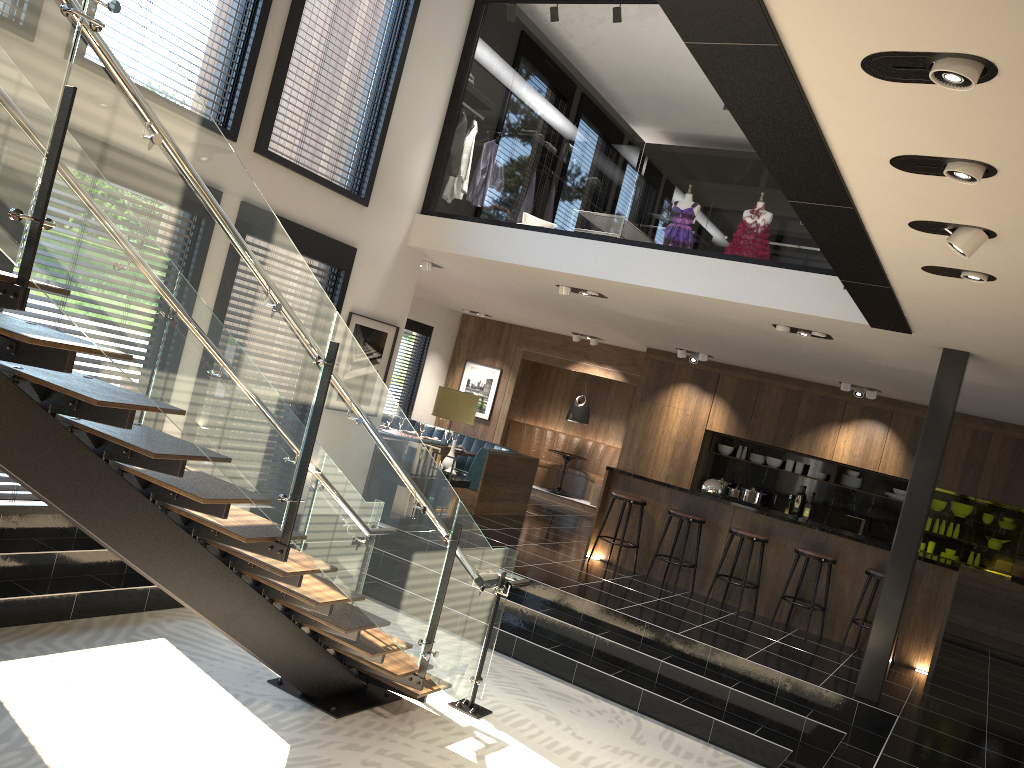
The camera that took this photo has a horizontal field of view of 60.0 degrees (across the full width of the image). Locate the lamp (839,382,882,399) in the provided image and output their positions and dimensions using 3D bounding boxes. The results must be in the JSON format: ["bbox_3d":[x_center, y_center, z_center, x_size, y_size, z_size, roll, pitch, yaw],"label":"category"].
[{"bbox_3d":[4.296,0.026,10.933,0.501,0.280,0.349,14,0,29],"label":"lamp"}]

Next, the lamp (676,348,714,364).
[{"bbox_3d":[2.472,-0.426,11.989,0.501,0.294,0.349,14,0,29],"label":"lamp"}]

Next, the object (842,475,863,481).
[{"bbox_3d":[4.622,1.286,12.053,0.269,0.024,0.268,15,-1,-22],"label":"object"}]

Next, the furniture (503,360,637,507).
[{"bbox_3d":[1.268,0.741,15.014,2.635,2.335,1.176,14,0,29],"label":"furniture"}]

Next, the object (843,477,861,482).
[{"bbox_3d":[4.617,1.305,12.053,0.269,0.024,0.268,15,-1,-22],"label":"object"}]

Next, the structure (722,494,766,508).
[{"bbox_3d":[3.178,1.632,12.462,0.876,0.046,0.534,14,-1,29],"label":"structure"}]

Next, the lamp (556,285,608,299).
[{"bbox_3d":[0.698,-0.944,8.716,0.501,0.231,0.349,14,0,29],"label":"lamp"}]

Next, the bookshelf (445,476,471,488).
[{"bbox_3d":[-0.976,1.200,9.360,0.355,0.500,1.306,14,0,29],"label":"bookshelf"}]

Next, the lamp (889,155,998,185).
[{"bbox_3d":[1.505,-0.799,3.078,0.346,0.177,0.195,14,0,29],"label":"lamp"}]

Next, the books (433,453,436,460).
[{"bbox_3d":[-0.910,0.820,9.374,0.194,0.255,0.034,14,0,29],"label":"books"}]

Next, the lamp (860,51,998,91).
[{"bbox_3d":[1.136,-0.900,2.401,0.346,0.177,0.195,14,0,29],"label":"lamp"}]

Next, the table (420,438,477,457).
[{"bbox_3d":[-1.299,1.049,11.748,1.536,0.661,0.824,14,0,29],"label":"table"}]

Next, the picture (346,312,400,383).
[{"bbox_3d":[-1.407,-0.168,8.413,0.028,0.911,0.749,15,0,29],"label":"picture"}]

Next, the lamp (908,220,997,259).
[{"bbox_3d":[1.864,-0.664,3.754,0.346,0.247,0.195,14,0,29],"label":"lamp"}]

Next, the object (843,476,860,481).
[{"bbox_3d":[4.619,1.297,12.053,0.269,0.024,0.268,15,-1,-22],"label":"object"}]

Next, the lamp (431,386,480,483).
[{"bbox_3d":[-0.785,0.750,8.858,0.638,1.445,0.436,14,0,-35],"label":"lamp"}]

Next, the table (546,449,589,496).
[{"bbox_3d":[0.849,1.470,14.611,0.702,0.644,0.702,14,0,4],"label":"table"}]

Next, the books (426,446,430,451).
[{"bbox_3d":[-0.967,0.782,9.281,0.169,0.298,0.032,14,0,29],"label":"books"}]

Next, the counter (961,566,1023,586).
[{"bbox_3d":[4.642,2.027,11.679,4.584,0.005,0.864,14,-1,29],"label":"counter"}]

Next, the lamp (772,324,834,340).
[{"bbox_3d":[2.524,-0.504,7.660,0.501,0.194,0.349,14,0,29],"label":"lamp"}]

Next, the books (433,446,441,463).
[{"bbox_3d":[-0.866,0.811,9.450,0.177,0.294,0.025,14,0,29],"label":"books"}]

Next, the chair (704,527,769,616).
[{"bbox_3d":[2.277,1.873,8.875,0.412,0.799,0.413,14,0,39],"label":"chair"}]

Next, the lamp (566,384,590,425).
[{"bbox_3d":[1.188,0.165,14.588,0.390,0.974,0.389,14,0,-17],"label":"lamp"}]

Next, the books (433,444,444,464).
[{"bbox_3d":[-0.830,0.815,9.548,0.131,0.307,0.022,14,0,29],"label":"books"}]

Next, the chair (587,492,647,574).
[{"bbox_3d":[1.163,1.593,9.521,0.412,0.799,0.413,14,0,39],"label":"chair"}]

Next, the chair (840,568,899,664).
[{"bbox_3d":[3.392,2.153,8.229,0.412,0.799,0.413,14,0,39],"label":"chair"}]

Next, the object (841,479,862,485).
[{"bbox_3d":[4.608,1.339,12.053,0.269,0.024,0.268,15,-1,-22],"label":"object"}]

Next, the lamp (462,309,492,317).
[{"bbox_3d":[-0.571,-1.224,14.711,0.501,0.213,0.349,14,0,29],"label":"lamp"}]

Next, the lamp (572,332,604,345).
[{"bbox_3d":[1.170,-0.752,13.697,0.501,0.280,0.349,14,0,29],"label":"lamp"}]

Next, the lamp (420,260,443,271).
[{"bbox_3d":[-1.001,-1.363,9.700,0.501,0.248,0.349,14,0,29],"label":"lamp"}]

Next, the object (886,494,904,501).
[{"bbox_3d":[5.126,1.520,11.668,0.438,0.039,0.437,15,-1,-24],"label":"object"}]

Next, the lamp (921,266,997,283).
[{"bbox_3d":[2.244,-0.607,4.430,0.346,0.158,0.195,14,0,29],"label":"lamp"}]

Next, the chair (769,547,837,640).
[{"bbox_3d":[2.834,2.013,8.552,0.412,0.799,0.413,14,0,39],"label":"chair"}]

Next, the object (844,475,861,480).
[{"bbox_3d":[4.624,1.279,12.053,0.269,0.024,0.268,15,-1,-22],"label":"object"}]

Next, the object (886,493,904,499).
[{"bbox_3d":[5.129,1.508,11.668,0.438,0.039,0.437,15,-1,-24],"label":"object"}]

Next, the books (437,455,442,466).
[{"bbox_3d":[-0.848,0.839,9.467,0.161,0.250,0.028,14,0,29],"label":"books"}]

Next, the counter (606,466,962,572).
[{"bbox_3d":[2.712,1.349,9.220,3.568,0.041,0.699,14,-1,29],"label":"counter"}]

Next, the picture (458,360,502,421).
[{"bbox_3d":[-0.597,0.103,15.265,0.747,0.911,0.028,14,0,29],"label":"picture"}]

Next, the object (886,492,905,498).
[{"bbox_3d":[5.133,1.493,11.668,0.438,0.039,0.437,15,-1,-24],"label":"object"}]

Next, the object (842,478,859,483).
[{"bbox_3d":[4.612,1.323,12.053,0.269,0.024,0.268,15,-1,-22],"label":"object"}]

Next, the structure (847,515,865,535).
[{"bbox_3d":[4.481,1.864,11.628,0.242,0.231,0.174,14,0,29],"label":"structure"}]

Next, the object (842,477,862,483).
[{"bbox_3d":[4.615,1.313,12.053,0.269,0.024,0.268,15,-1,-22],"label":"object"}]

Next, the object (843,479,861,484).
[{"bbox_3d":[4.610,1.332,12.053,0.269,0.024,0.268,15,-1,-22],"label":"object"}]

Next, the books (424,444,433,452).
[{"bbox_3d":[-0.935,0.787,9.328,0.155,0.306,0.032,14,0,29],"label":"books"}]

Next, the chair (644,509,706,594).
[{"bbox_3d":[1.720,1.733,9.198,0.412,0.799,0.413,14,0,39],"label":"chair"}]

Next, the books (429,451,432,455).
[{"bbox_3d":[-0.938,0.812,9.294,0.201,0.255,0.025,14,0,29],"label":"books"}]

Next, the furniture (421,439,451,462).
[{"bbox_3d":[-2.204,0.717,10.113,2.605,0.822,1.367,14,0,29],"label":"furniture"}]

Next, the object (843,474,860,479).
[{"bbox_3d":[4.626,1.270,12.053,0.269,0.024,0.268,15,-1,-22],"label":"object"}]

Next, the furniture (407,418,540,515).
[{"bbox_3d":[-1.142,1.007,11.981,2.605,0.822,1.367,14,0,29],"label":"furniture"}]

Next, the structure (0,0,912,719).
[{"bbox_3d":[-0.381,0.023,3.879,3.442,4.868,7.290,14,0,29],"label":"structure"}]

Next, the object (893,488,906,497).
[{"bbox_3d":[5.144,1.447,11.670,0.254,0.088,0.253,15,-1,-35],"label":"object"}]

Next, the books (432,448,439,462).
[{"bbox_3d":[-0.875,0.816,9.424,0.154,0.280,0.028,14,0,29],"label":"books"}]
